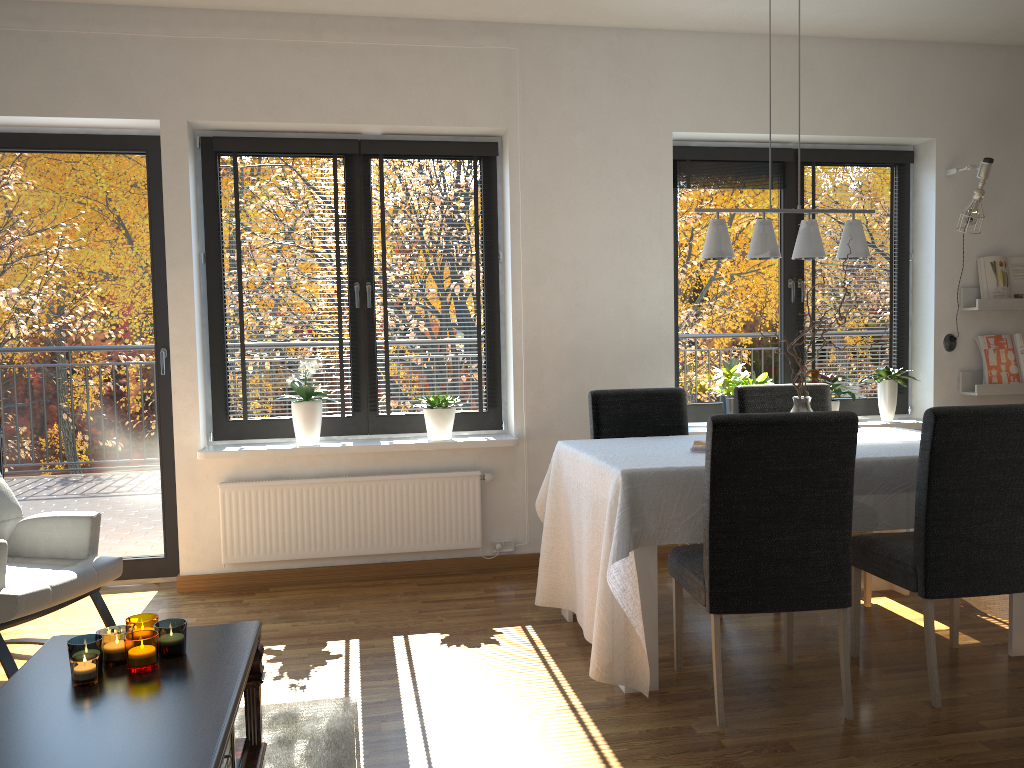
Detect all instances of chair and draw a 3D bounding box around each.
[{"bbox_3d":[0.633,0.511,3.925,0.461,0.961,0.544,-2,4,-10],"label":"chair"},{"bbox_3d":[-1.877,0.660,3.225,0.685,0.833,0.544,0,4,14],"label":"chair"},{"bbox_3d":[1.504,0.535,3.085,0.461,0.961,0.544,-2,4,-10],"label":"chair"},{"bbox_3d":[0.812,0.555,2.958,0.461,0.961,0.544,-1,3,-5],"label":"chair"},{"bbox_3d":[1.325,0.491,4.052,0.461,0.961,0.544,-1,3,-5],"label":"chair"}]

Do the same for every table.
[{"bbox_3d":[-0.875,0.906,1.910,0.570,0.409,1.178,-2,3,-10],"label":"table"},{"bbox_3d":[1.076,0.619,3.550,1.856,0.763,1.234,-2,3,-10],"label":"table"}]

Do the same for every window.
[{"bbox_3d":[1.577,-0.567,5.050,1.561,1.589,0.119,-2,4,-10],"label":"window"},{"bbox_3d":[-2.247,1.143,16.411,12.971,18.387,21.811,0,3,20],"label":"window"}]

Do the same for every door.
[{"bbox_3d":[-2.154,-0.114,4.386,0.976,2.277,0.119,-2,4,-10],"label":"door"}]

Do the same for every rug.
[{"bbox_3d":[-0.873,1.107,2.011,1.052,0.034,1.812,-2,3,-11],"label":"rug"}]

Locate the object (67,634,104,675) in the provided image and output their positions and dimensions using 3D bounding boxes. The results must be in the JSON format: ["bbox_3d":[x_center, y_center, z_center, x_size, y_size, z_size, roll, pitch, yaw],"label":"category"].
[{"bbox_3d":[-1.022,0.652,2.129,0.079,0.081,0.079,-2,3,-15],"label":"object"}]

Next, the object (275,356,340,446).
[{"bbox_3d":[-1.006,0.084,4.393,0.286,0.444,0.340,-3,4,-22],"label":"object"}]

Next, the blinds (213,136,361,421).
[{"bbox_3d":[-1.121,-0.529,4.514,0.710,1.423,0.049,-2,4,-10],"label":"blinds"}]

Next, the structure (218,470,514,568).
[{"bbox_3d":[-0.704,0.687,4.446,1.457,0.460,0.078,-2,4,-12],"label":"structure"}]

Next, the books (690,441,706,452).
[{"bbox_3d":[0.834,0.240,3.409,0.278,0.022,0.204,0,3,16],"label":"books"}]

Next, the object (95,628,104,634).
[{"bbox_3d":[-1.023,0.656,2.252,0.060,0.061,0.059,-1,3,-5],"label":"object"}]

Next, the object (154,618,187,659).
[{"bbox_3d":[-0.861,0.644,2.240,0.079,0.081,0.079,-2,3,-15],"label":"object"}]

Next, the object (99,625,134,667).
[{"bbox_3d":[-0.977,0.648,2.193,0.079,0.081,0.079,-2,3,-15],"label":"object"}]

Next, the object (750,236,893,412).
[{"bbox_3d":[1.170,-0.152,3.491,0.403,0.785,0.615,-4,4,-36],"label":"object"}]

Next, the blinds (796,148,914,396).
[{"bbox_3d":[1.962,-0.619,5.080,0.710,1.423,0.049,-2,4,-10],"label":"blinds"}]

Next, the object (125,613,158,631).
[{"bbox_3d":[-0.954,0.643,2.289,0.079,0.081,0.079,-2,3,-15],"label":"object"}]

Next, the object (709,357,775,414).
[{"bbox_3d":[1.248,0.046,4.823,0.333,0.385,0.299,-1,3,5],"label":"object"}]

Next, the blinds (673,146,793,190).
[{"bbox_3d":[1.216,-1.193,4.907,0.710,0.230,0.049,-2,4,-10],"label":"blinds"}]

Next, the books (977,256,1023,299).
[{"bbox_3d":[2.824,-0.574,5.012,0.364,0.299,0.109,-2,4,-10],"label":"books"}]

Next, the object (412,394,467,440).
[{"bbox_3d":[-0.374,0.166,4.569,0.267,0.237,0.283,-3,4,-29],"label":"object"}]

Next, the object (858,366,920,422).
[{"bbox_3d":[2.111,0.054,5.010,0.292,0.316,0.353,-2,3,-19],"label":"object"}]

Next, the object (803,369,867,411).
[{"bbox_3d":[1.729,0.072,4.885,0.380,0.309,0.370,-3,4,-36],"label":"object"}]

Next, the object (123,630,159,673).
[{"bbox_3d":[-0.898,0.649,2.151,0.079,0.081,0.079,-2,3,-15],"label":"object"}]

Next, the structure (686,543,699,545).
[{"bbox_3d":[1.552,0.621,4.860,1.457,0.460,0.078,-2,4,-9],"label":"structure"}]

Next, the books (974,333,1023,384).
[{"bbox_3d":[2.786,-0.120,5.024,0.283,0.331,0.138,-2,4,-13],"label":"books"}]

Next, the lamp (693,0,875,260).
[{"bbox_3d":[1.060,-1.133,3.436,0.760,1.285,0.131,-2,4,-10],"label":"lamp"}]

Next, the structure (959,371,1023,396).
[{"bbox_3d":[2.851,-0.011,5.031,0.594,0.129,0.147,-2,3,-10],"label":"structure"}]

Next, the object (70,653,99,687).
[{"bbox_3d":[-0.991,0.665,2.060,0.060,0.061,0.059,-1,3,-5],"label":"object"}]

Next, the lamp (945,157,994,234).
[{"bbox_3d":[2.499,-1.012,4.840,0.131,0.395,0.311,-2,3,-6],"label":"lamp"}]

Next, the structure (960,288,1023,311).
[{"bbox_3d":[2.841,-0.484,5.001,0.594,0.129,0.147,-2,3,-10],"label":"structure"}]

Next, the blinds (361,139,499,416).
[{"bbox_3d":[-0.410,-0.550,4.644,0.710,1.423,0.049,-2,4,-10],"label":"blinds"}]
